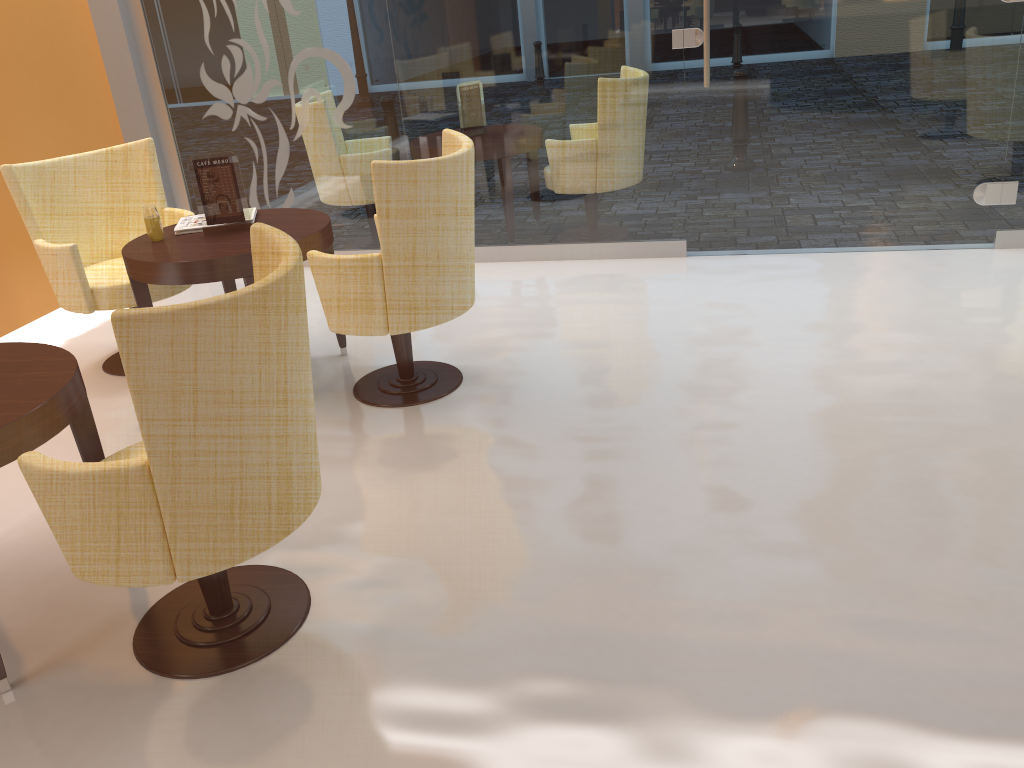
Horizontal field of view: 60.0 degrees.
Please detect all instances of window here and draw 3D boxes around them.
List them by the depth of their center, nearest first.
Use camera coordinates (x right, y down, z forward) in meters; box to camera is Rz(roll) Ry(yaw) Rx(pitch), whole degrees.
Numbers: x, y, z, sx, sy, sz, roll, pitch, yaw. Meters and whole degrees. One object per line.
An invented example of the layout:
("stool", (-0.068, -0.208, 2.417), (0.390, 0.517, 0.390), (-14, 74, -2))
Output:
("window", (1.663, -2.339, 4.318), (8.200, 3.380, 0.040), (0, 24, 14))

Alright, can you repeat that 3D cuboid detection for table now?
("table", (-1.567, 0.362, 2.442), (0.874, 0.679, 0.872), (-23, 29, -35))
("table", (-1.190, -0.344, 3.956), (0.874, 0.679, 0.872), (-18, 27, -26))

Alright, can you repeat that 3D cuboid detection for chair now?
("chair", (-0.796, 0.183, 2.252), (0.685, 1.017, 0.729), (-1, 24, 11))
("chair", (-0.452, -0.461, 3.631), (0.685, 1.017, 0.729), (2, 25, 17))
("chair", (-1.898, -0.609, 4.298), (0.685, 1.017, 0.729), (18, 33, 42))

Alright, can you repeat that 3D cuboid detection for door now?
("door", (1.709, -1.884, 4.519), (1.640, 2.499, 0.020), (0, 24, 14))

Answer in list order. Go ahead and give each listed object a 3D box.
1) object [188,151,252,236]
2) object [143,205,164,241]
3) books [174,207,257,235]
("object", (-1.236, -0.806, 3.752), (0.209, 0.335, 0.042), (-7, 24, -2))
("object", (-1.526, -0.682, 3.772), (0.067, 0.148, 0.067), (12, 30, 35))
("books", (-1.331, -0.738, 4.002), (0.339, 0.028, 0.273), (-10, 24, -9))
